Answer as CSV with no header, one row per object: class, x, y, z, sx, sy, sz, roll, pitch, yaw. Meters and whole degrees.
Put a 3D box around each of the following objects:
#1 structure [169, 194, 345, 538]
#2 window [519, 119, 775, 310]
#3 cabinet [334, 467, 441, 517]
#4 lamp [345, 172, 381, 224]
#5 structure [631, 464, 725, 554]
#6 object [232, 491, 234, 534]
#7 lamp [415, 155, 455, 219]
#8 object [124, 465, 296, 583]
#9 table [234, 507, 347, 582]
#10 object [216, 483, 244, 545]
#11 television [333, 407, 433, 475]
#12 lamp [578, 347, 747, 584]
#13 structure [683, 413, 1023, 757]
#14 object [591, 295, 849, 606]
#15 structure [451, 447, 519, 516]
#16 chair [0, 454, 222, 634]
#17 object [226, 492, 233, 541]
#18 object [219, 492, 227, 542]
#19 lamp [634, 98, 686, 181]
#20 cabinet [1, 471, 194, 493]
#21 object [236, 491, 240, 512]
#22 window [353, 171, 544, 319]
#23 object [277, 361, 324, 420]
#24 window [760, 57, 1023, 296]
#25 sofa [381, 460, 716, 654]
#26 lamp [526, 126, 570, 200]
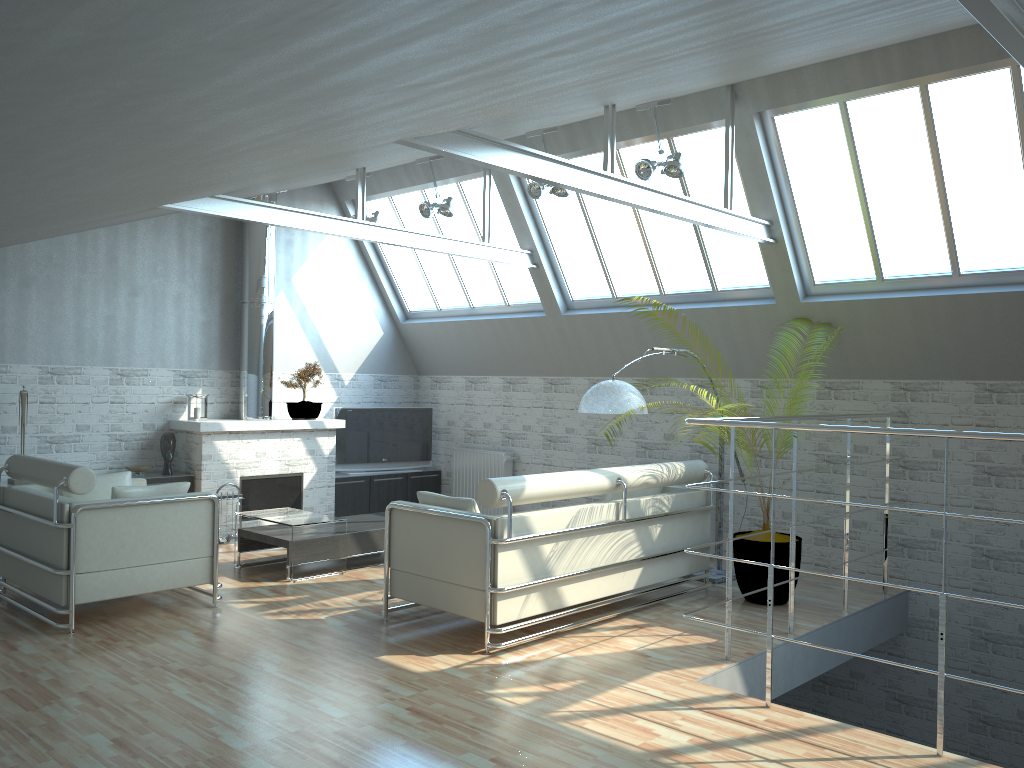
structure,-5.150,-0.562,18.246,1.309,7.180,3.302,1,0,43
window,2.333,-2.890,15.927,4.651,2.787,1.897,1,0,43
cabinet,-3.158,2.560,20.652,0.908,1.016,3.234,1,0,43
lamp,-3.109,-3.787,18.347,0.619,1.172,0.808,1,0,-43
structure,3.089,2.338,16.736,1.892,1.524,0.508,1,0,43
object,-5.323,2.471,16.893,0.025,0.855,0.025,1,0,-24
lamp,-1.501,-3.759,16.830,0.619,1.172,0.808,1,0,-43
object,-4.984,1.745,15.394,4.859,2.558,1.528,1,0,42
table,-3.643,2.593,14.545,1.726,0.867,1.015,1,0,43
object,-5.416,2.454,16.918,0.412,1.124,0.584,1,0,43
television,-3.025,1.296,20.675,2.577,1.514,0.592,1,0,-37
lamp,2.831,1.309,14.156,4.621,3.709,1.015,1,0,-41
structure,5.915,1.833,9.903,5.366,2.781,6.483,1,0,43
object,2.973,0.980,13.134,3.777,4.386,5.015,1,0,18
structure,-0.646,2.272,20.261,1.892,1.524,0.508,1,0,43
chair,-5.562,2.007,12.215,2.507,2.001,2.201,1,0,43
object,-5.349,2.509,16.784,0.145,0.932,0.065,1,0,25
object,-5.444,2.498,16.677,0.146,0.916,0.131,1,0,44
lamp,2.175,-3.694,13.361,0.619,1.172,0.808,1,0,-43
cabinet,-7.963,2.332,15.538,0.914,1.270,4.572,1,0,43
object,-5.245,2.481,16.976,0.155,0.873,0.026,1,0,45
window,-1.362,-2.955,19.413,4.651,2.787,1.897,1,0,43
object,-4.467,0.120,18.746,1.115,1.265,0.572,1,0,-43
window,6.028,-2.825,12.441,4.651,2.787,1.897,1,0,43
sofa,0.714,2.130,12.608,2.199,1.999,4.866,1,0,43
lamp,0.554,-3.723,14.891,0.618,1.172,0.808,1,0,-43
